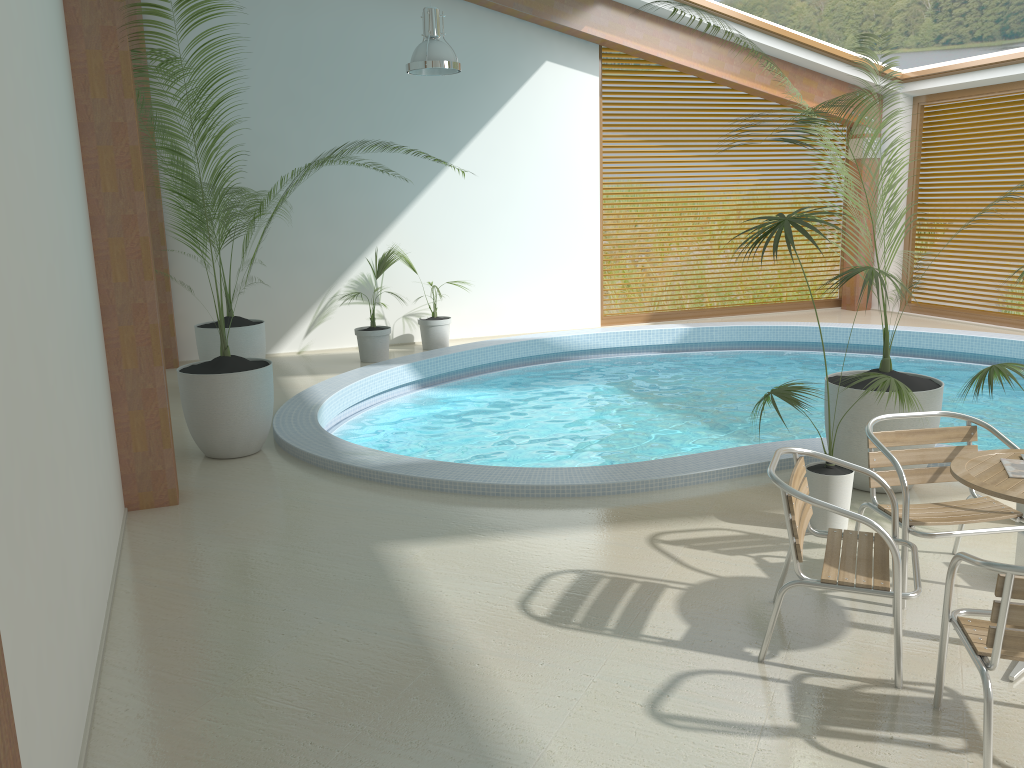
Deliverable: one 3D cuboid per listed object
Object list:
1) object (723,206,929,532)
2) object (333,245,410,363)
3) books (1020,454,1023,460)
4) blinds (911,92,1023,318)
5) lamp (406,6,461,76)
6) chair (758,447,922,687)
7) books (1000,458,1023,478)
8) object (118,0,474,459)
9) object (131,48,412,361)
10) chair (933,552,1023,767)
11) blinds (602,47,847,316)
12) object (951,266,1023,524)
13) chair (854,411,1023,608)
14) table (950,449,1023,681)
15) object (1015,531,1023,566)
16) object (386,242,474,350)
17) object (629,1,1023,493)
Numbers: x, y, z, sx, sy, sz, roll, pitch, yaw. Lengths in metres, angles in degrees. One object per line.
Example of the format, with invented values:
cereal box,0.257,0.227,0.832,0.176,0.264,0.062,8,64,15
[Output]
object,1.601,-0.048,4.539,1.059,1.695,0.791,2,12,15
object,-1.505,-0.912,9.985,0.822,1.310,1.067,3,13,19
books,2.048,0.307,3.375,0.166,0.004,0.241,3,13,21
blinds,6.566,-2.173,10.948,0.095,2.921,4.200,-6,13,-19
lamp,-0.739,-3.802,7.885,0.506,1.958,0.505,-6,13,-19
chair,1.300,0.667,3.494,0.563,0.727,0.618,3,13,22
books,1.949,0.321,3.340,0.166,0.004,0.241,3,13,21
object,-2.059,-0.993,6.405,2.979,2.960,2.729,7,14,35
object,-2.700,-1.449,8.662,2.729,2.960,2.979,-11,15,-38
chair,1.713,0.814,2.737,0.618,0.727,0.563,1,12,12
blinds,3.017,-3.044,12.824,4.500,4.025,0.099,-6,13,-19
object,2.895,-0.094,4.590,0.791,1.695,1.059,-9,14,-32
chair,1.938,0.543,4.000,0.618,0.727,0.563,-3,12,-7
table,2.015,0.689,3.344,0.700,0.720,0.700,-2,12,-1
object,2.385,0.797,3.993,0.081,0.223,0.272,-2,12,0
object,-0.946,-1.063,10.633,1.067,1.310,0.822,-3,12,-8
object,2.291,-0.809,4.972,2.979,2.960,2.729,-2,12,-3
